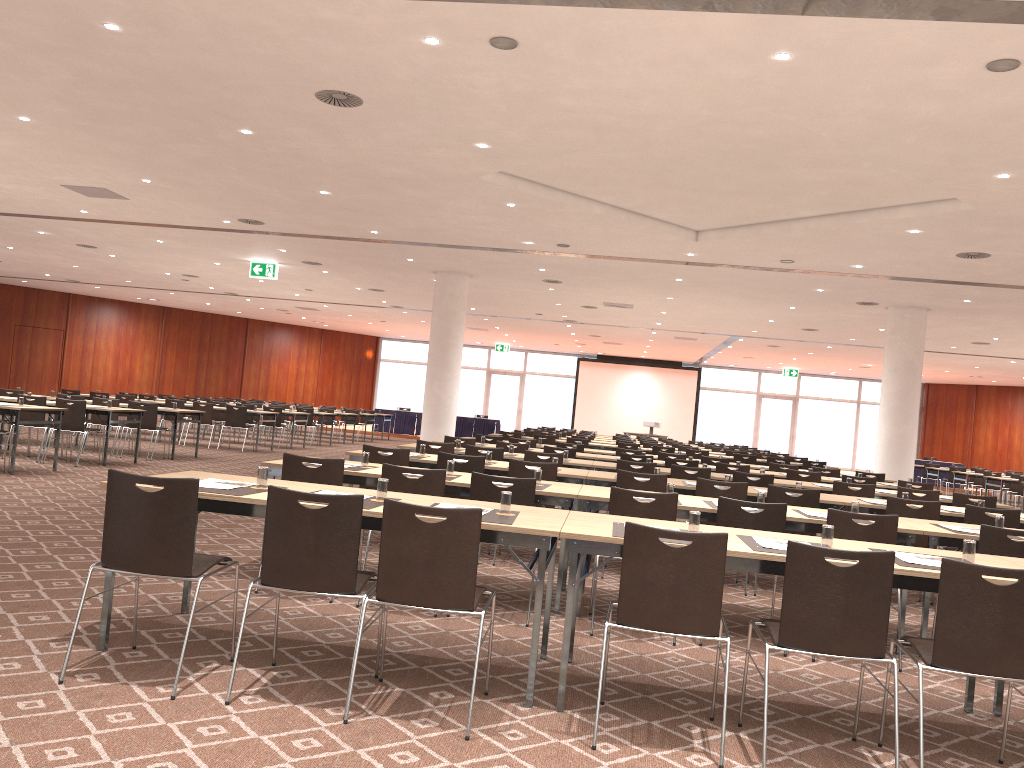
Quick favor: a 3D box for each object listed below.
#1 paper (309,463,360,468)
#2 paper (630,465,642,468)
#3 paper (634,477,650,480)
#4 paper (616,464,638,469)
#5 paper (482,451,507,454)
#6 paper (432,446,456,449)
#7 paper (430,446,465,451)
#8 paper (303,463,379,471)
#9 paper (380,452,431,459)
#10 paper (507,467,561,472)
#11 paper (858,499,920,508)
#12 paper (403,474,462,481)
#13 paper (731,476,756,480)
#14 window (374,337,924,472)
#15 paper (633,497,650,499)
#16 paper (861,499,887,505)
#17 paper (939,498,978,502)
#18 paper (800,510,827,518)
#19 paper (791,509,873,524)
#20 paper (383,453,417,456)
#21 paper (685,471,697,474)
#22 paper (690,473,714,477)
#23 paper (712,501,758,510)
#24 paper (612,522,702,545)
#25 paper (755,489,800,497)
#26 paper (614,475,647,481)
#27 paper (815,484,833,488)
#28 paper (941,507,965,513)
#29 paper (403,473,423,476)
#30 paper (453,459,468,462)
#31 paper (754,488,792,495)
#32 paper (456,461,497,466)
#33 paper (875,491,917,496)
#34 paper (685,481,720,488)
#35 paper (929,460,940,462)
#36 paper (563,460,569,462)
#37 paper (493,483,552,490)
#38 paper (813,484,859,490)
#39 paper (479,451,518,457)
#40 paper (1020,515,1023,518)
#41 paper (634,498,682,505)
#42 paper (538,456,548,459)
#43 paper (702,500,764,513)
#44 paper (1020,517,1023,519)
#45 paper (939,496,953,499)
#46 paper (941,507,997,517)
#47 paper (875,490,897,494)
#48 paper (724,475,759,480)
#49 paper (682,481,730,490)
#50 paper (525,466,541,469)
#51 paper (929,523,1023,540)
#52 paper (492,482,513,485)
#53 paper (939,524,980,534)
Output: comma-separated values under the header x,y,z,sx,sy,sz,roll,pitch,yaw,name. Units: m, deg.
x,y,z,sx,sy,sz,roll,pitch,yaw,name
-1.324,0.606,6.695,0.283,0.006,0.398,5,-2,8,paper
1.377,0.964,10.400,0.283,0.006,0.398,5,-2,8,paper
1.166,0.887,8.409,0.283,0.006,0.398,5,-2,6,paper
1.440,0.971,10.311,0.460,0.003,0.565,5,-2,8,paper
-0.219,0.820,10.571,0.283,0.006,0.398,5,-2,6,paper
-0.842,0.765,10.649,0.283,0.006,0.398,5,-2,7,paper
-0.813,0.769,10.573,0.460,0.003,0.565,5,-2,7,paper
-1.290,0.611,6.622,0.460,0.003,0.565,5,-2,9,paper
-1.060,0.689,8.574,0.460,0.003,0.565,5,-2,6,paper
0.219,0.804,8.446,0.460,0.003,0.565,5,-2,8,paper
3.445,1.093,8.062,0.460,0.003,0.565,5,-2,6,paper
-0.634,0.670,6.536,0.460,0.003,0.565,5,-2,5,paper
2.651,1.078,10.231,0.283,0.006,0.398,5,-2,7,paper
5.342,0.883,37.686,22.959,3.871,0.217,5,-1,7,window
0.912,0.807,6.423,0.283,0.006,0.398,5,-2,8,paper
3.388,1.086,8.136,0.283,0.006,0.398,5,-2,8,paper
4.938,1.285,9.883,0.460,0.003,0.565,5,-2,5,paper
2.210,0.923,6.266,0.283,0.006,0.398,5,-2,7,paper
2.246,0.928,6.197,0.460,0.003,0.565,5,-2,6,paper
-1.085,0.685,8.657,0.283,0.006,0.398,5,-2,9,paper
2.037,1.023,10.299,0.283,0.006,0.398,5,-2,5,paper
2.071,1.027,10.212,0.460,0.003,0.565,5,-2,7,paper
1.590,0.867,6.336,0.283,0.006,0.398,5,-2,8,paper
0.723,0.733,4.336,0.460,0.003,0.565,5,-2,7,paper
2.501,1.009,8.184,0.460,0.003,0.565,5,-2,9,paper
1.200,0.892,8.325,0.460,0.003,0.565,5,-2,8,paper
3.624,1.165,10.111,0.283,0.006,0.398,5,-2,6,paper
4.047,1.145,8.043,0.283,0.006,0.398,5,-2,4,paper
-0.695,0.663,6.619,0.283,0.006,0.398,5,-2,7,paper
-0.443,0.743,8.586,0.283,0.006,0.398,5,-2,6,paper
2.422,0.999,8.229,0.283,0.006,0.398,5,-2,6,paper
-0.406,0.749,8.545,0.460,0.003,0.565,5,-2,10,paper
4.306,1.228,9.970,0.460,0.003,0.565,5,-2,6,paper
1.785,0.942,8.321,0.283,0.006,0.398,5,-2,6,paper
14.344,2.608,29.992,0.460,0.003,0.565,5,-2,7,paper
0.444,0.882,10.428,0.460,0.003,0.565,5,-2,7,paper
0.029,0.730,6.474,0.460,0.003,0.565,5,-2,10,paper
3.688,1.173,10.053,0.460,0.003,0.565,5,-2,7,paper
-0.178,0.826,10.507,0.460,0.003,0.565,5,-2,7,paper
4.695,1.203,7.978,0.283,0.006,0.398,5,-2,4,paper
0.964,0.813,6.333,0.460,0.003,0.565,5,-2,7,paper
0.410,0.876,10.479,0.283,0.006,0.398,5,-2,8,paper
1.611,0.871,6.262,0.460,0.003,0.565,5,-2,6,paper
4.753,1.211,7.916,0.460,0.003,0.565,5,-2,10,paper
4.925,1.282,9.979,0.283,0.006,0.398,5,-2,8,paper
4.092,1.151,7.985,0.460,0.003,0.565,5,-2,8,paper
4.261,1.222,10.033,0.283,0.006,0.398,5,-2,4,paper
2.697,1.084,10.162,0.460,0.003,0.565,5,-2,5,paper
1.829,0.949,8.271,0.460,0.003,0.565,5,-2,9,paper
0.196,0.800,8.508,0.283,0.006,0.398,5,-2,4,paper
3.193,1.013,6.082,0.460,0.003,0.565,5,-2,9,paper
-0.041,0.721,6.515,0.283,0.006,0.398,5,-2,8,paper
3.163,1.008,6.136,0.283,0.006,0.398,5,-2,7,paper
